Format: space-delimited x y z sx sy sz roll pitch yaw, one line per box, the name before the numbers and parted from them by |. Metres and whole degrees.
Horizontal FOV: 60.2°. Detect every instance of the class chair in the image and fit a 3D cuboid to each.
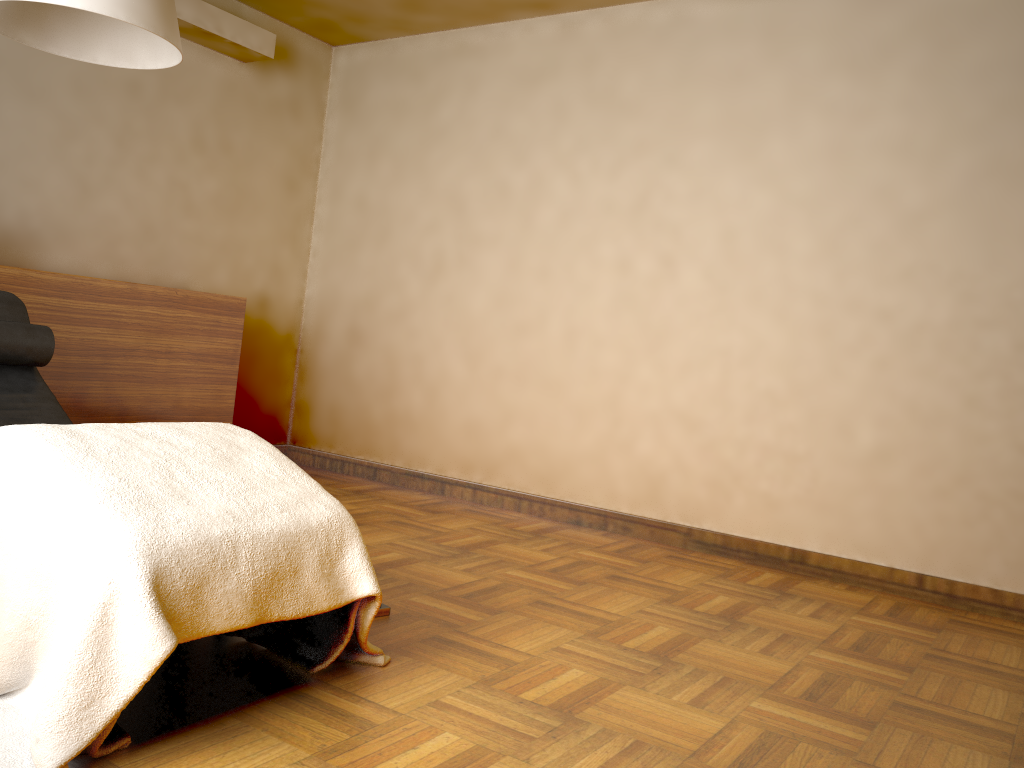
chair | -1.235 0.160 2.270 1.794 0.800 0.632 7 0 33

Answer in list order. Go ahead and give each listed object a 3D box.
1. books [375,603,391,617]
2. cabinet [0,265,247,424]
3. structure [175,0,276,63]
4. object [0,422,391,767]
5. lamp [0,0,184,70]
books | -0.510 0.619 2.449 0.279 0.022 0.201 4 3 -42
cabinet | -1.967 -0.033 3.709 0.417 0.864 1.665 4 0 33
structure | -1.951 -1.810 3.805 0.274 0.130 2.168 7 2 33
object | -0.819 0.364 1.956 0.912 0.522 0.913 6 1 34
lamp | -1.458 -0.411 2.387 1.419 1.975 0.448 5 -3 37
